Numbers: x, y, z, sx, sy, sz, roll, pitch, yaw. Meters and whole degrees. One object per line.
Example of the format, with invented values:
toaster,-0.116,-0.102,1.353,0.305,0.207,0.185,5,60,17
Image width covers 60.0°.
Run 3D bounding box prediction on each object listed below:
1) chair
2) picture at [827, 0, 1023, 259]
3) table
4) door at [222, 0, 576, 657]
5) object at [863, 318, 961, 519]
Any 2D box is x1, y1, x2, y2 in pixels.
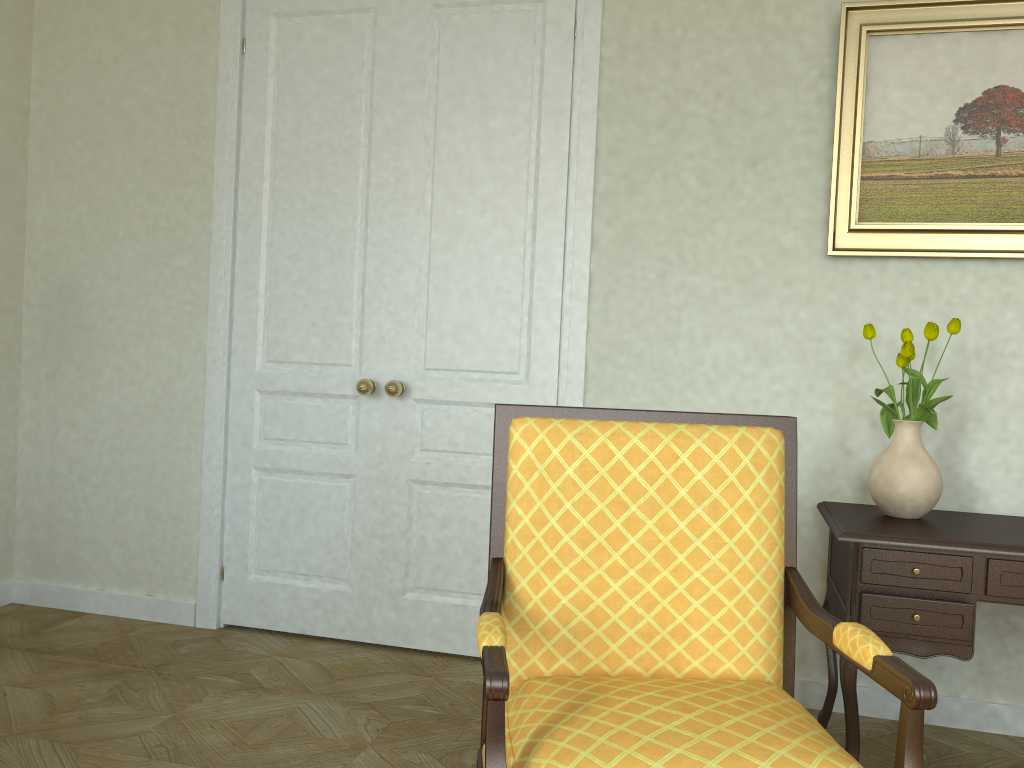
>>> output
chair,0.291,0.605,1.643,0.730,1.083,0.671,3,1,-4
picture,1.658,-0.862,2.984,1.087,0.872,0.071,3,1,14
table,1.472,0.806,2.556,1.110,0.769,0.689,3,1,14
door,-0.502,-0.293,3.546,1.405,2.701,0.153,3,1,14
object,1.217,0.102,2.718,0.264,0.609,0.242,4,1,39
